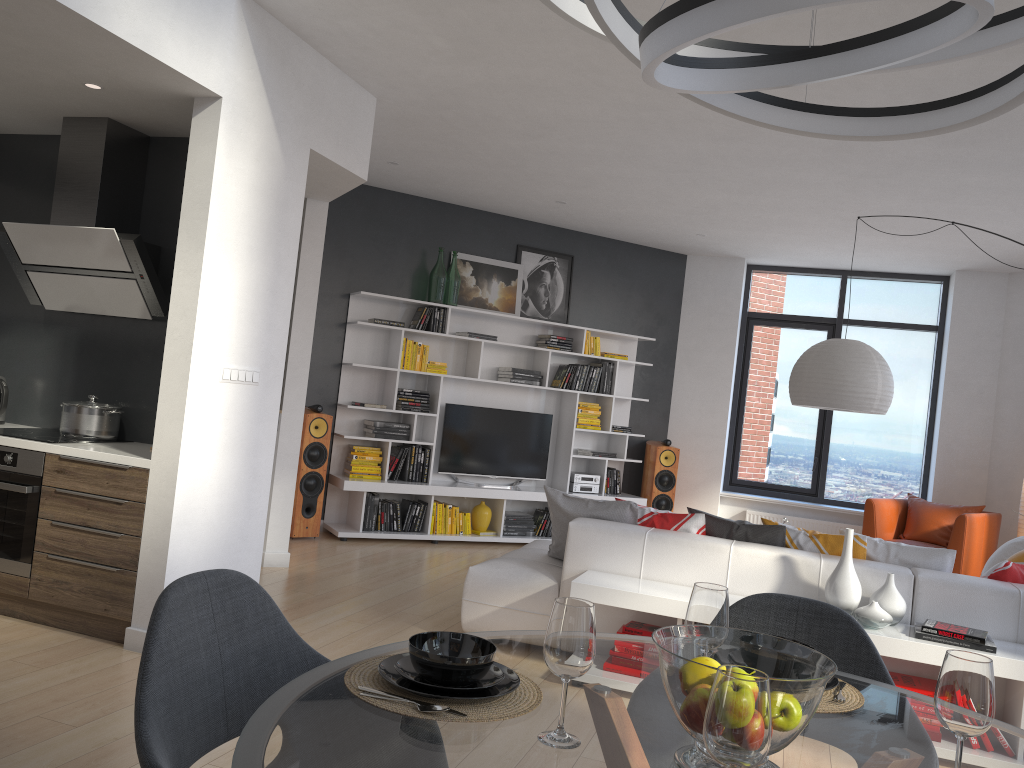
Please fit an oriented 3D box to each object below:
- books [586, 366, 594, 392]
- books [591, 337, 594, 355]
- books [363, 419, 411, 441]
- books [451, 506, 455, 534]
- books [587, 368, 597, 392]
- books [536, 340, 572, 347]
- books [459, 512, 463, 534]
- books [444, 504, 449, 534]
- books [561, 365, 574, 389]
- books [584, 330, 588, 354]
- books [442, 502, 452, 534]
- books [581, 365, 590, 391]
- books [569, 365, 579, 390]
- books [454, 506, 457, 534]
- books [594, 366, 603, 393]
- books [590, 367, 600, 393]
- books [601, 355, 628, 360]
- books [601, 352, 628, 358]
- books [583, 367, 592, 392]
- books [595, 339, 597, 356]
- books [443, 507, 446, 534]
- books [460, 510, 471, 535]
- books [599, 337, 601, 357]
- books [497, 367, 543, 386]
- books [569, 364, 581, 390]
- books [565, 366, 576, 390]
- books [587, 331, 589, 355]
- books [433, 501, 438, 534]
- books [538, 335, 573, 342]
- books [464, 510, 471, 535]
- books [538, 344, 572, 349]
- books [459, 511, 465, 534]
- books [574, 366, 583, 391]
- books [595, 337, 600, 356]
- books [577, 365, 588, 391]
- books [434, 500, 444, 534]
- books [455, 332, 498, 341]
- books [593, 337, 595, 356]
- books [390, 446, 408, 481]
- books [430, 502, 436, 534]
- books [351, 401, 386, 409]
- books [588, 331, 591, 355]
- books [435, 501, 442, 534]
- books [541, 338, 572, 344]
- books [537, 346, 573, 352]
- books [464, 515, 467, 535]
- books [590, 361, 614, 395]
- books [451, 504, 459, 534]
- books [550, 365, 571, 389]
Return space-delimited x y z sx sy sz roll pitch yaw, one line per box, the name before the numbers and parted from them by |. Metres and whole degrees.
books | 0.694 -0.050 8.494 0.075 0.254 0.192 7 -1 -28
books | 0.732 -0.362 8.457 0.054 0.180 0.132 7 -1 -27
books | -1.083 0.397 7.648 0.343 0.137 0.277 7 -1 -27
books | -0.548 1.184 7.776 0.043 0.240 0.169 7 -1 -28
books | 0.723 -0.042 8.494 0.071 0.243 0.179 7 -1 -28
books | 0.396 -0.378 8.375 0.284 0.030 0.214 7 -1 -24
books | -0.476 1.219 7.821 0.056 0.188 0.138 7 -1 -27
books | -0.602 1.171 7.759 0.041 0.252 0.180 7 -1 -27
books | 0.487 -0.064 8.392 0.096 0.234 0.187 7 -1 -27
books | 0.662 -0.395 8.415 0.041 0.229 0.161 7 -1 -28
books | -0.584 1.174 7.780 0.055 0.252 0.185 7 -1 -28
books | 0.654 -0.058 8.476 0.066 0.260 0.197 7 -1 -27
books | 0.557 -0.060 8.398 0.069 0.242 0.172 7 -1 -26
books | -0.536 1.188 7.804 0.043 0.235 0.171 7 -1 -29
books | 0.781 -0.042 8.538 0.066 0.260 0.197 7 -1 -27
books | 0.751 -0.041 8.522 0.084 0.249 0.191 7 -1 -27
books | 0.968 -0.256 8.623 0.257 0.028 0.194 7 -1 -22
books | 0.964 -0.282 8.629 0.257 0.024 0.203 7 -1 -24
books | 0.685 -0.044 8.461 0.069 0.242 0.172 7 -1 -26
books | 0.773 -0.347 8.458 0.046 0.161 0.108 7 -1 -28
books | -0.620 1.182 7.745 0.042 0.230 0.156 7 -1 -29
books | -0.416 1.224 7.847 0.067 0.193 0.148 7 -1 -26
books | 0.805 -0.356 8.500 0.044 0.184 0.142 7 -1 -26
books | 0.073 -0.067 8.214 0.343 0.137 0.277 7 -1 -32
books | 0.567 -0.066 8.432 0.075 0.254 0.192 7 -1 -28
books | 0.521 -0.061 8.394 0.081 0.233 0.169 7 -1 -28
books | 0.674 -0.392 8.442 0.041 0.224 0.163 7 -1 -29
books | -0.698 1.151 7.718 0.048 0.271 0.213 7 -1 -27
books | 0.410 -0.432 8.362 0.266 0.030 0.209 7 -1 -34
books | -0.398 1.226 7.865 0.046 0.193 0.149 7 -1 -26
books | 0.399 -0.352 8.355 0.264 0.020 0.189 7 -1 -29
books | -0.454 1.222 7.824 0.046 0.187 0.134 7 -1 -27
books | 0.592 -0.056 8.439 0.068 0.243 0.179 7 -1 -28
books | 0.789 -0.358 8.482 0.064 0.184 0.141 7 -1 -26
books | 0.624 -0.057 8.460 0.084 0.249 0.191 7 -1 -27
books | -0.642 1.161 7.753 0.038 0.267 0.202 7 -1 -27
books | -0.323 -0.424 7.977 0.310 0.047 0.250 7 -1 -32
books | 0.752 -0.359 8.460 0.044 0.178 0.128 7 -1 -27
books | -0.996 0.684 7.676 0.100 0.289 0.210 7 -1 -28
books | -0.723 1.147 7.682 0.029 0.270 0.204 7 -1 -27
books | -1.214 0.181 7.537 0.209 0.030 0.266 7 -1 -34
books | 0.697 -0.389 8.463 0.054 0.224 0.164 7 -1 -28
books | -0.670 1.161 7.740 0.066 0.258 0.198 7 -1 -27
books | 0.414 -0.404 8.353 0.246 0.026 0.180 7 -1 -24
books | 0.400 -0.327 8.352 0.284 0.030 0.214 7 -1 -24
books | -0.432 1.235 7.821 0.049 0.169 0.113 7 -1 -28
books | 0.858 -0.058 8.608 0.128 0.321 0.259 7 -1 -27
books | -0.512 1.191 7.827 0.056 0.235 0.172 7 -1 -28
books | 0.459 -0.069 8.372 0.104 0.234 0.182 7 -1 -27
